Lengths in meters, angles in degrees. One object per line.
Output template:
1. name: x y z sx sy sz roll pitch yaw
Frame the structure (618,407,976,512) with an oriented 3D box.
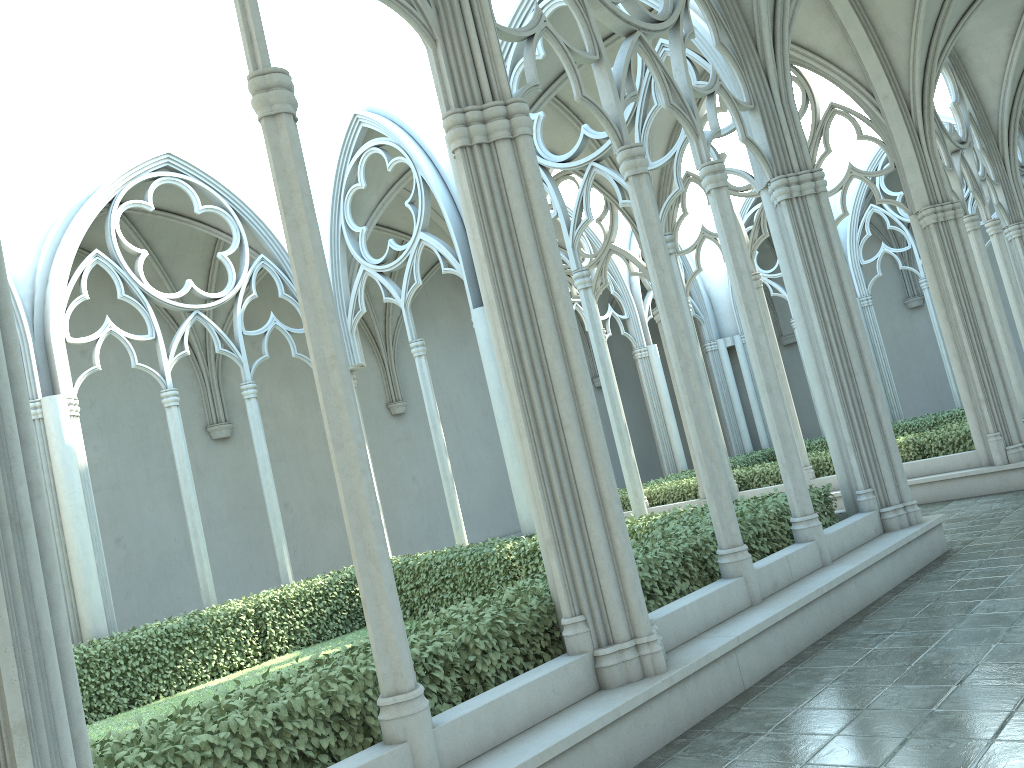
1. structure: 6.747 1.590 18.309 7.995 0.963 8.018 -19 -8 42

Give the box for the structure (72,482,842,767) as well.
1. structure: -2.078 2.638 8.733 7.995 0.963 8.018 -19 -8 42
